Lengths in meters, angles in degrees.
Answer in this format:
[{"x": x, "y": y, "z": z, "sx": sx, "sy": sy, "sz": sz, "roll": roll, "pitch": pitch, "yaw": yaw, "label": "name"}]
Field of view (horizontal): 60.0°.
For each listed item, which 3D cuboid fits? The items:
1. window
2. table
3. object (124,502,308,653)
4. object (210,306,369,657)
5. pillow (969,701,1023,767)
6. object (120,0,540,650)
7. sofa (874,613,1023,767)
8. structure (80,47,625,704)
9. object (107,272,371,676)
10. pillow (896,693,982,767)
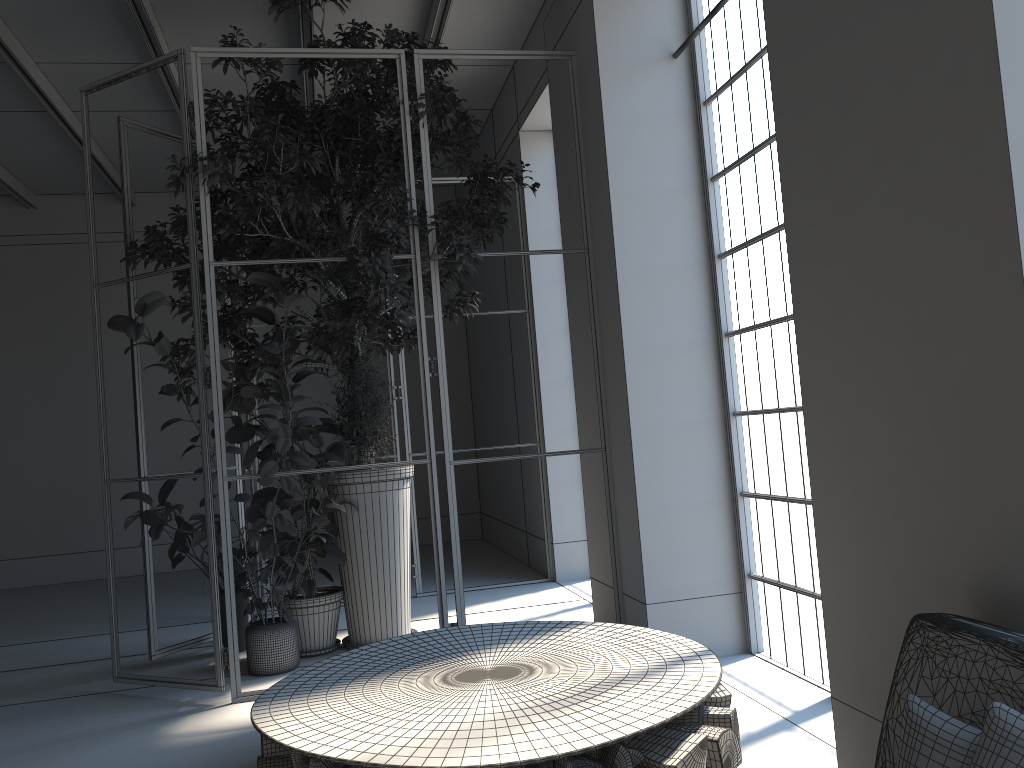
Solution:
[{"x": 1.557, "y": -0.596, "z": 2.673, "sx": 0.070, "sy": 3.834, "sz": 9.755, "roll": -4, "pitch": -3, "yaw": -12, "label": "window"}, {"x": -0.066, "y": 1.253, "z": 3.273, "sx": 1.709, "sy": 0.387, "sz": 1.708, "roll": -4, "pitch": -3, "yaw": -20, "label": "table"}, {"x": -1.855, "y": 1.226, "z": 5.640, "sx": 1.125, "sy": 1.001, "sz": 0.920, "roll": -4, "pitch": -3, "yaw": -15, "label": "object"}, {"x": -1.419, "y": 0.589, "z": 5.638, "sx": 1.270, "sy": 2.157, "sz": 0.868, "roll": -6, "pitch": -3, "yaw": 19, "label": "object"}, {"x": 0.931, "y": 0.831, "z": 1.549, "sx": 0.252, "sy": 0.404, "sz": 0.512, "roll": -4, "pitch": -3, "yaw": -15, "label": "pillow"}, {"x": -1.089, "y": -0.429, "z": 5.506, "sx": 2.243, "sy": 4.154, "sz": 2.486, "roll": -2, "pitch": -4, "yaw": -40, "label": "object"}, {"x": 0.876, "y": 0.857, "z": 0.578, "sx": 1.206, "sy": 0.734, "sz": 3.193, "roll": -4, "pitch": -3, "yaw": -12, "label": "sofa"}, {"x": -1.003, "y": -0.026, "z": 5.940, "sx": 2.994, "sy": 3.454, "sz": 2.452, "roll": -4, "pitch": -3, "yaw": -12, "label": "structure"}, {"x": -1.479, "y": 0.568, "z": 4.985, "sx": 1.253, "sy": 2.183, "sz": 1.309, "roll": -5, "pitch": -3, "yaw": -1, "label": "object"}, {"x": 0.935, "y": 0.880, "z": 1.801, "sx": 0.186, "sy": 0.404, "sz": 0.394, "roll": -3, "pitch": -3, "yaw": -23, "label": "pillow"}]
